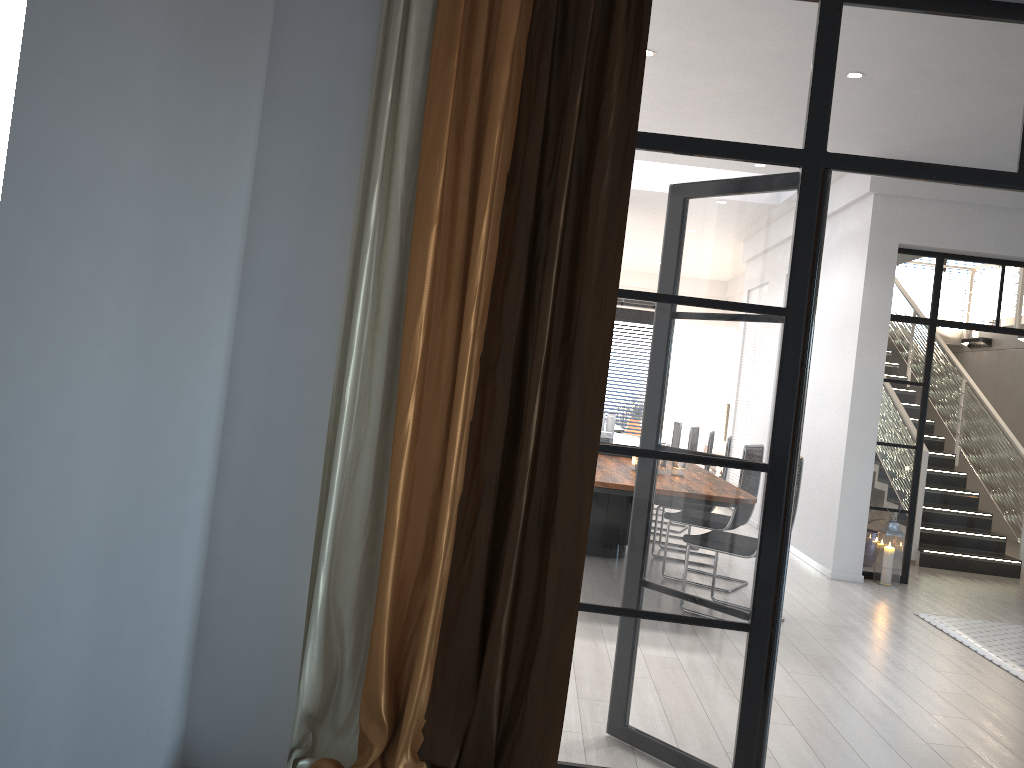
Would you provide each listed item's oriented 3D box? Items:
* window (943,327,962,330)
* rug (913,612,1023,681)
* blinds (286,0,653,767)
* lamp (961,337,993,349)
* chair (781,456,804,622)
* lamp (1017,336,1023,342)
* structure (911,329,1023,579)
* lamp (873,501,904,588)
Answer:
[{"bbox_3d":[4.363,-0.977,16.027,8.566,5.063,0.462,7,-1,0],"label":"window"},{"bbox_3d":[3.868,1.702,5.294,2.276,0.020,1.585,7,1,1],"label":"rug"},{"bbox_3d":[-0.101,-0.259,2.580,0.811,3.046,0.254,7,-1,1],"label":"blinds"},{"bbox_3d":[6.376,-0.560,12.178,0.152,0.124,0.567,7,0,2],"label":"lamp"},{"bbox_3d":[1.401,0.912,5.454,0.537,1.019,0.470,6,-1,37],"label":"chair"},{"bbox_3d":[6.336,-0.550,10.718,0.152,0.124,0.567,7,0,2],"label":"lamp"},{"bbox_3d":[5.132,0.007,10.059,2.394,3.603,5.800,7,0,2],"label":"structure"},{"bbox_3d":[3.010,1.262,7.059,0.148,0.665,0.157,7,-1,2],"label":"lamp"}]
